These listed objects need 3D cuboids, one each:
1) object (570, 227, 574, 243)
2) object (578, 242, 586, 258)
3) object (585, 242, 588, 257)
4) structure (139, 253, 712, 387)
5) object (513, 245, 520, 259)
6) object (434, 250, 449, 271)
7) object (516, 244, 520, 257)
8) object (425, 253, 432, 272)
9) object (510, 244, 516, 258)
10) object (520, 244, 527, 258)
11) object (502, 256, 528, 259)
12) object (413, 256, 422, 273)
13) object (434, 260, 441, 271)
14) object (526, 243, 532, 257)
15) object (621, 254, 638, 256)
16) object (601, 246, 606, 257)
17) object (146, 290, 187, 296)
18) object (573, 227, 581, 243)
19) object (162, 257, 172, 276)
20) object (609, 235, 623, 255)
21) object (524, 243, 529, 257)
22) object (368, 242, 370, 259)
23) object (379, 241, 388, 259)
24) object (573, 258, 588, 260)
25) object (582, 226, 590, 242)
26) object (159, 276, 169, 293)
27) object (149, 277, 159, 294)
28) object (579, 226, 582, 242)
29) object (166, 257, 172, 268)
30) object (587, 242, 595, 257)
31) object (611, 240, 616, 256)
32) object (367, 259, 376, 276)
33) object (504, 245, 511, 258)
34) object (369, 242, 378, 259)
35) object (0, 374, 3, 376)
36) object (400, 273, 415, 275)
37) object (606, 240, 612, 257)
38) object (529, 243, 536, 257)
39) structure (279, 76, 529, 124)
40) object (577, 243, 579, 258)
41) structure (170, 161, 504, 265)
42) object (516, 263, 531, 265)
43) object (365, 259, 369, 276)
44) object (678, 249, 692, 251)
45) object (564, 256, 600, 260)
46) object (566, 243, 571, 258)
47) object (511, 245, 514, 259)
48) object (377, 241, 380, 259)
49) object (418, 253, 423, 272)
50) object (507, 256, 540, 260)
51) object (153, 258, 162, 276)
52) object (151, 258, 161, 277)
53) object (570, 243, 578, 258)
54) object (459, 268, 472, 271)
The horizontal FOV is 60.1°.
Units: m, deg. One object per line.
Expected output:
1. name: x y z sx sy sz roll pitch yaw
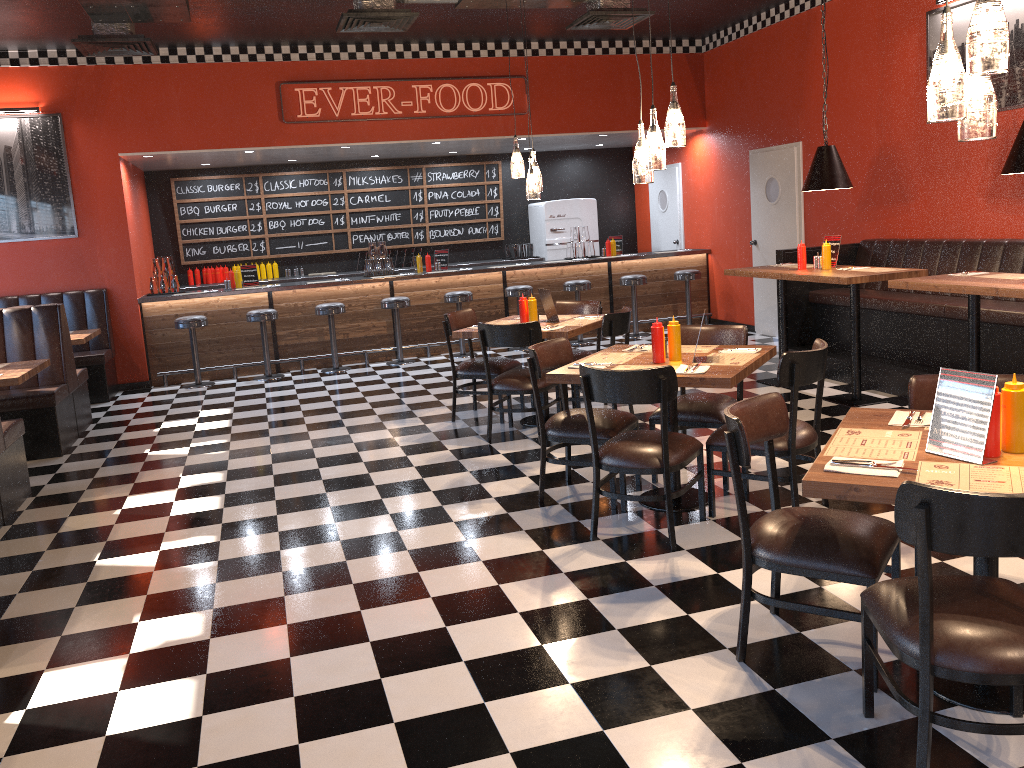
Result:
1. object: 0.816 -1.966 11.673 0.105 0.207 0.106 1 10 29
2. object: 0.919 -1.752 11.622 0.105 0.207 0.106 1 10 29
3. object: 0.995 -1.783 11.757 0.105 0.207 0.106 1 10 29
4. structure: -0.722 -0.799 10.808 7.049 1.033 0.217 -7 9 -16
5. object: 0.063 -1.894 12.724 0.105 0.207 0.106 1 10 29
6. object: -0.886 -1.551 11.112 0.188 0.255 0.073 -1 9 19
7. object: 0.069 -1.977 13.170 0.105 0.207 0.106 1 10 29
8. object: -1.045 -1.520 11.056 0.068 0.236 0.068 -5 8 -3
9. object: 0.027 -1.949 13.038 0.105 0.207 0.106 1 10 29
10. object: 0.165 -1.915 12.803 0.105 0.207 0.106 1 10 29
11. object: 0.075 -1.873 13.130 0.437 0.018 0.274 -7 11 -16
12. object: -1.162 -1.467 10.899 0.105 0.207 0.106 1 10 29
13. object: -0.924 -1.470 11.023 0.094 0.135 0.047 2 10 34
14. object: 0.263 -1.939 12.895 0.105 0.207 0.106 1 10 29
15. object: 1.522 -1.691 11.586 0.158 0.019 0.256 -8 11 -20
16. object: 1.229 -1.755 11.731 0.094 0.135 0.047 -7 9 -21
17. object: -4.021 -1.056 10.306 0.437 0.018 0.274 -7 11 -16
18. object: 0.846 -1.952 11.588 0.105 0.207 0.106 1 10 29
19. object: -3.983 -1.352 10.216 0.106 0.207 0.106 -9 10 -30
20. object: 1.383 -1.847 11.827 0.188 0.255 0.073 -1 9 19
21. object: 0.220 -1.976 13.106 0.105 0.207 0.106 1 10 29
22. object: -1.730 -1.650 10.956 0.105 0.207 0.106 1 10 29
23. object: -1.584 -1.649 10.891 0.105 0.207 0.106 1 10 29
24. object: 0.876 -1.605 11.376 0.158 0.019 0.256 -8 11 -20
25. object: 0.962 -1.964 11.608 0.105 0.207 0.106 1 10 29
26. object: -4.026 -1.140 10.231 0.106 0.207 0.106 -9 10 -30
27. object: -4.133 -1.129 10.211 0.106 0.207 0.106 -9 10 -30
28. object: 0.925 -1.981 11.713 0.105 0.207 0.106 1 10 29
29. object: -4.020 -1.369 10.322 0.106 0.207 0.106 -9 10 -30
30. object: 1.039 -1.766 11.648 0.105 0.207 0.106 1 10 29
31. object: 1.339 -1.809 11.695 0.068 0.236 0.068 4 11 43
32. object: -1.734 -1.426 10.886 0.105 0.207 0.106 1 10 29
33. object: -0.064 -1.958 13.122 0.105 0.207 0.106 1 10 29
34. object: -1.700 -1.637 10.871 0.105 0.207 0.106 1 10 29
35. object: -3.513 -0.052 5.928 0.157 0.019 0.256 -6 11 -9
36. object: -1.269 -1.337 10.756 0.158 0.019 0.256 -8 11 -20
37. object: 1.267 -1.793 11.636 0.068 0.236 0.068 -2 9 15
38. object: 0.302 -1.922 12.787 0.105 0.207 0.106 1 10 29
39. structure: -1.201 -3.297 10.273 2.878 0.436 0.122 -7 9 -16
40. object: 0.882 -1.769 11.724 0.105 0.207 0.106 1 10 29
41. structure: -2.318 -2.432 12.456 4.548 1.139 0.201 -7 9 -16
42. object: 0.140 -1.513 11.164 0.157 0.019 0.256 -7 11 -15
43. object: -1.778 -1.441 10.988 0.105 0.207 0.106 1 10 29
44. object: 2.299 -1.787 11.804 0.157 0.019 0.257 -5 11 -5
45. object: 0.925 -1.669 11.697 0.437 0.018 0.274 -7 11 -16
46. object: 0.768 -1.757 11.705 0.105 0.207 0.106 1 10 29
47. object: 0.044 -1.912 12.830 0.105 0.207 0.106 1 10 29
48. object: -1.621 -1.666 10.997 0.105 0.207 0.106 1 10 29
49. object: -1.155 -1.512 11.058 0.068 0.236 0.068 -5 8 -3
50. object: 0.168 -1.827 12.843 0.437 0.018 0.274 -7 11 -16
51. object: -4.129 -1.353 10.281 0.106 0.207 0.106 -9 10 -30
52. object: -4.099 -1.340 10.196 0.106 0.207 0.106 -9 10 -30
53. object: 0.812 -1.741 11.603 0.105 0.207 0.106 1 10 29
54. object: -0.569 -1.419 10.927 0.157 0.019 0.257 -4 10 0
